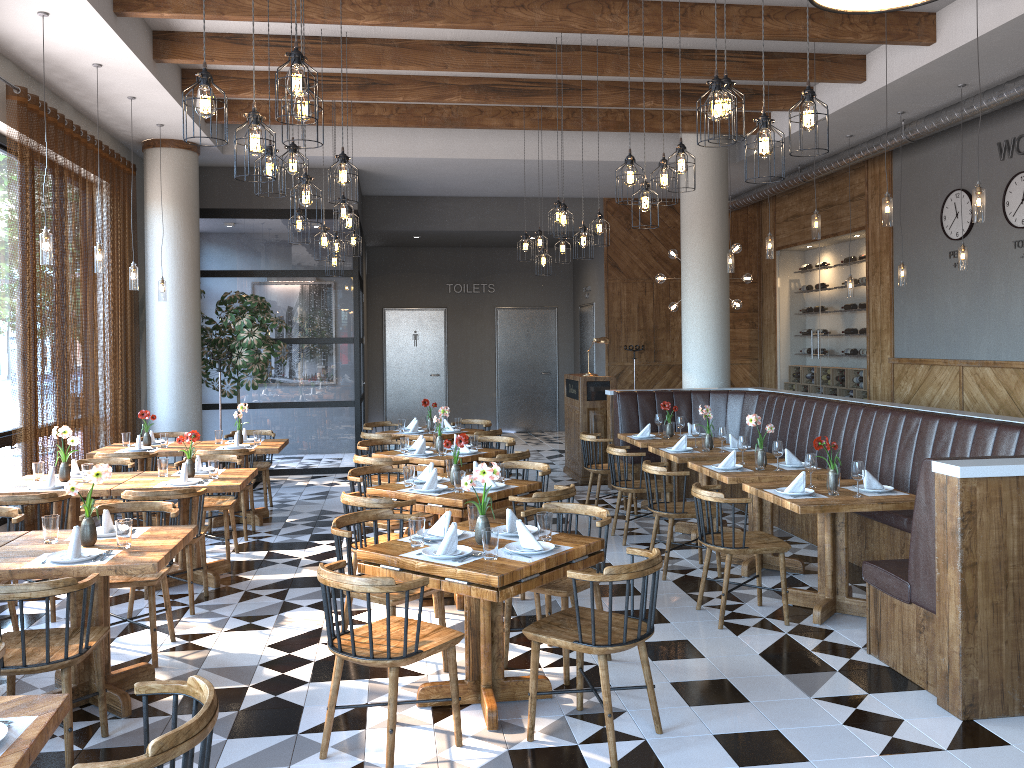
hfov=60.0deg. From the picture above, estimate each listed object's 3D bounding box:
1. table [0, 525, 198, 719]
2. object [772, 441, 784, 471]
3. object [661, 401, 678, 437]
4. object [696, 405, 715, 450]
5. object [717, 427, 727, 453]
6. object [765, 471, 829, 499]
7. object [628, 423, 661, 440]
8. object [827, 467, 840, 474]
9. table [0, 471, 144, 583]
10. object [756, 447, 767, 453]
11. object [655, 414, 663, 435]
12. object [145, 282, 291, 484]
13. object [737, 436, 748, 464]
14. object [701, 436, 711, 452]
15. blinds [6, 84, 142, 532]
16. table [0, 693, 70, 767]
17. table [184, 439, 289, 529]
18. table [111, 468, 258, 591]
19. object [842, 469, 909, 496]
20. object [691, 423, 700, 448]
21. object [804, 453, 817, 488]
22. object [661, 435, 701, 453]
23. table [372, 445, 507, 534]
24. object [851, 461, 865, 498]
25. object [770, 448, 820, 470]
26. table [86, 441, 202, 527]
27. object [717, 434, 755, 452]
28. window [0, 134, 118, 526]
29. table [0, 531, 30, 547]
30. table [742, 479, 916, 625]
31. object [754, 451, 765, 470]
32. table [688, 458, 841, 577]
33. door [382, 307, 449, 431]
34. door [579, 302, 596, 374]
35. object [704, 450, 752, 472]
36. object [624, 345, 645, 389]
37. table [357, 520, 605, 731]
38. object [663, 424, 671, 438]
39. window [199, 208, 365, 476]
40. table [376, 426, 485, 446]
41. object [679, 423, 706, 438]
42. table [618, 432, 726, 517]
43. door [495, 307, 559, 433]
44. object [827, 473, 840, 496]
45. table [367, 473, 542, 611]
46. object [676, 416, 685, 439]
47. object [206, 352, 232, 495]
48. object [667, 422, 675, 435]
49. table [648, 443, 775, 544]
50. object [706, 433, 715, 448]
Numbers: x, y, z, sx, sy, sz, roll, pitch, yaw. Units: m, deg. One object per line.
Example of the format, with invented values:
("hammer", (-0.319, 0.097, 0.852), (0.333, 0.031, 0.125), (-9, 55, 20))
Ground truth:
("table", (-2.061, 1.171, 4.333), (0.850, 0.763, 0.851), (-1, 2, -8))
("object", (1.956, 0.528, 6.520), (0.081, 0.215, 0.081), (-1, 1, -44))
("object", (1.572, 0.350, 8.889), (0.156, 0.355, 0.171), (-1, 1, -15))
("object", (1.704, 0.378, 7.796), (0.146, 0.400, 0.207), (-1, 1, 0))
("object", (1.806, 0.478, 7.611), (0.081, 0.215, 0.081), (0, 1, 23))
("object", (1.770, 0.616, 5.544), (0.272, 0.137, 0.352), (-1, 2, -8))
("object", (1.316, 0.464, 8.843), (0.272, 0.137, 0.352), (-1, 2, -8))
("object", (2.078, 0.607, 5.718), (0.080, 0.132, 0.080), (-1, 1, -8))
("table", (-3.210, 1.086, 6.397), (0.850, 0.763, 0.851), (-1, 2, -8))
("object", (1.924, 0.555, 6.835), (0.080, 0.132, 0.080), (-1, 1, -8))
("object", (1.497, 0.413, 9.045), (0.081, 0.215, 0.081), (-1, 1, -16))
("object", (-3.617, -0.040, 10.915), (1.635, 2.591, 1.380), (-1, 1, -24))
("object", (1.795, 0.513, 6.889), (0.081, 0.215, 0.081), (-1, 1, -44))
("object", (1.681, 0.518, 7.676), (0.080, 0.132, 0.080), (-1, 1, -23))
("blinds", (-3.834, -0.547, 6.552), (0.160, 3.579, 7.272), (-1, 2, -8))
("table", (-1.724, 1.286, 1.846), (1.215, 0.763, 1.215), (-1, 2, -4))
("table", (-2.657, 0.972, 8.650), (0.850, 0.763, 0.851), (-1, 2, -8))
("table", (-2.362, 1.070, 6.514), (0.850, 0.763, 0.851), (-1, 2, -8))
("object", (2.292, 0.607, 5.607), (0.272, 0.137, 0.352), (-1, 2, -8))
("object", (1.648, 0.464, 7.952), (0.081, 0.215, 0.081), (-1, 1, -16))
("object", (1.948, 0.564, 5.776), (0.081, 0.215, 0.081), (-1, 1, 1))
("object", (1.466, 0.514, 7.755), (0.272, 0.137, 0.352), (-1, 2, -8))
("table", (-0.635, 0.984, 7.892), (0.864, 0.763, 0.865), (1, 2, 37))
("object", (2.110, 0.580, 5.403), (0.081, 0.215, 0.081), (-1, 1, -39))
("object", (2.138, 0.556, 6.720), (0.272, 0.137, 0.352), (-1, 2, -8))
("table", (-3.505, 0.987, 8.533), (0.850, 0.763, 0.851), (-1, 2, -8))
("object", (1.987, 0.505, 7.818), (0.272, 0.137, 0.352), (-1, 2, -8))
("window", (-2.440, -0.295, 2.258), (4.494, 3.163, 15.137), (-2, 3, -31))
("table", (-2.909, 1.187, 4.216), (0.850, 0.763, 0.851), (-1, 2, -8))
("table", (2.033, 1.060, 5.613), (0.850, 0.763, 0.851), (-1, 2, -8))
("object", (1.835, 0.570, 6.559), (0.080, 0.132, 0.080), (-1, 1, -3))
("table", (1.883, 1.010, 6.706), (0.850, 0.763, 0.851), (-1, 2, -8))
("door", (-1.803, -0.235, 16.601), (1.207, 2.393, 0.114), (-1, 0, -8))
("door", (1.333, -0.236, 15.838), (0.114, 2.393, 1.207), (-1, 1, -8))
("object", (1.617, 0.565, 6.657), (0.272, 0.137, 0.352), (-1, 2, -8))
("object", (1.980, 0.200, 14.272), (0.374, 1.658, 0.375), (-1, 0, 15))
("table", (-0.135, 1.151, 4.267), (0.864, 0.763, 0.865), (1, 2, 37))
("object", (1.530, 0.468, 8.770), (0.080, 0.132, 0.080), (-1, 1, -23))
("window", (-3.496, -0.588, 12.772), (2.727, 3.548, 2.187), (-1, 1, -8))
("table", (-0.891, 0.898, 9.754), (0.864, 0.763, 0.865), (1, 2, 37))
("object", (1.837, 0.455, 8.906), (0.272, 0.137, 0.352), (-1, 2, -8))
("table", (1.583, 0.910, 8.879), (0.850, 0.763, 0.851), (-1, 2, -8))
("door", (0.291, -0.274, 16.889), (1.207, 2.393, 0.114), (-1, 0, -8))
("object", (1.986, 0.620, 5.468), (0.080, 0.132, 0.080), (-1, 1, -23))
("table", (-0.381, 1.069, 6.050), (0.864, 0.763, 0.865), (1, 2, 37))
("object", (1.655, 0.428, 8.705), (0.081, 0.215, 0.081), (0, 1, 23))
("object", (-3.345, 0.460, 10.168), (0.374, 1.658, 0.375), (-1, 0, 15))
("object", (1.623, 0.455, 9.020), (0.080, 0.132, 0.080), (-1, 1, -8))
("table", (1.734, 0.960, 7.786), (0.850, 0.763, 0.851), (-1, 2, -8))
("object", (1.774, 0.505, 7.926), (0.080, 0.132, 0.080), (-1, 1, -8))
